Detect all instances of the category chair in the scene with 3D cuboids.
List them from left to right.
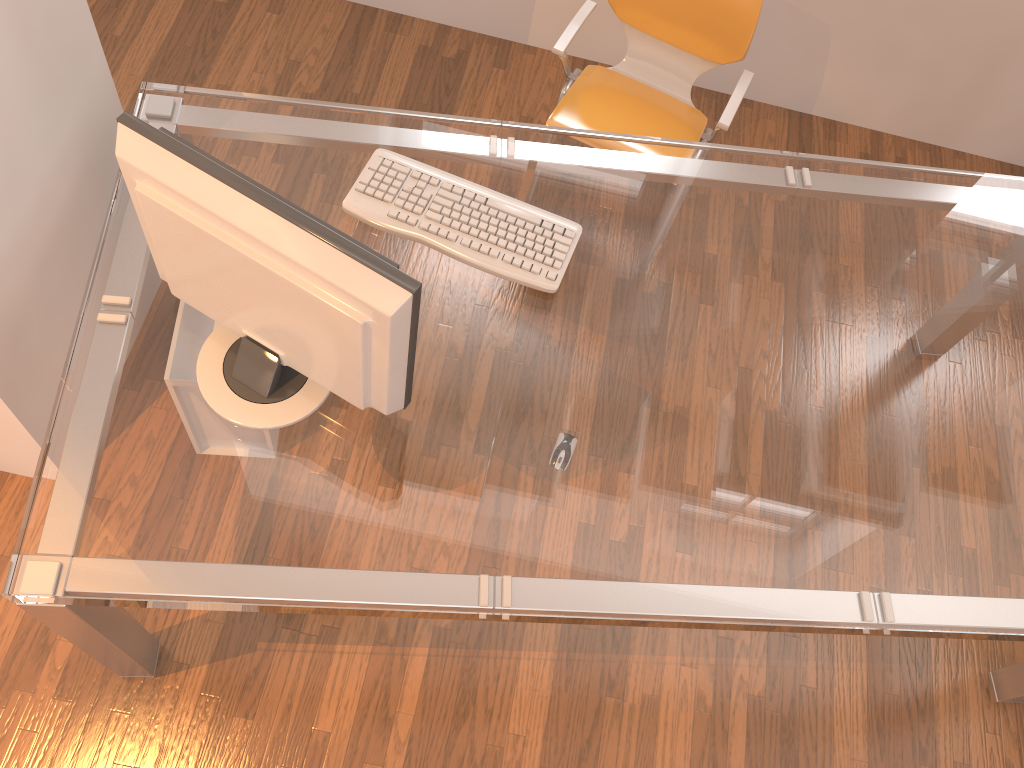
[{"bbox_3d":[0.354,-0.766,2.497,0.495,0.829,0.464,26,62,5],"label":"chair"}]

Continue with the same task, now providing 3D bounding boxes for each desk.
[{"bbox_3d":[0.269,0.094,2.087,2.239,0.750,1.092,4,62,-7],"label":"desk"}]

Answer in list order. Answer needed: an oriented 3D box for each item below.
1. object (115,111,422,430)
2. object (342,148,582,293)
[{"bbox_3d":[-0.421,-0.131,1.427,0.516,0.418,0.245,39,64,12],"label":"object"},{"bbox_3d":[-0.097,-0.340,1.810,0.467,0.031,0.200,22,61,2],"label":"object"}]
